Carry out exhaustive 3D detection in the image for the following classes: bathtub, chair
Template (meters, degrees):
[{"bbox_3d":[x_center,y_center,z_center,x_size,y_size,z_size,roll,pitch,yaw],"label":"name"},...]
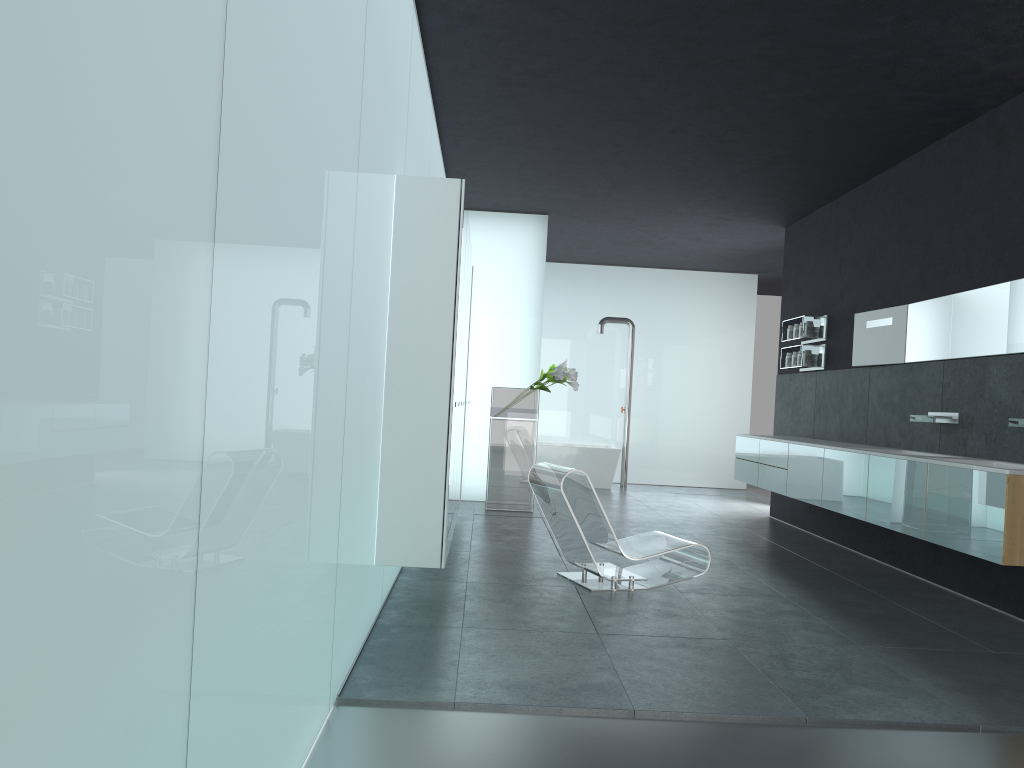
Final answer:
[{"bbox_3d":[0.756,1.231,14.685,1.977,0.859,0.960,3,-1,-2],"label":"bathtub"},{"bbox_3d":[0.807,1.067,6.729,1.261,0.871,0.629,3,0,-20],"label":"chair"}]

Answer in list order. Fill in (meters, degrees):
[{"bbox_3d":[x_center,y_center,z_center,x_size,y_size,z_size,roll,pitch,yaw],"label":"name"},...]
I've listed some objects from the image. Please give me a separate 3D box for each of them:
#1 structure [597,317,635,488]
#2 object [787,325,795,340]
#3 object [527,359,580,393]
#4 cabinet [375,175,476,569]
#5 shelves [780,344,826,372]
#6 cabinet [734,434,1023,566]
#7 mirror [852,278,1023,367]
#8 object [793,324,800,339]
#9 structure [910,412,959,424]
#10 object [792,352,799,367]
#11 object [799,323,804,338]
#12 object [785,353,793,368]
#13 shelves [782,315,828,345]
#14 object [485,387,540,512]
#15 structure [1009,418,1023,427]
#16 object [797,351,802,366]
[{"bbox_3d":[1.665,0.326,14.707,0.643,2.872,0.123,3,0,-2],"label":"structure"},{"bbox_3d":[3.357,-0.609,10.653,0.096,0.184,0.067,3,0,-10],"label":"object"},{"bbox_3d":[0.322,0.041,10.877,1.024,0.779,0.974,3,-1,-10],"label":"object"},{"bbox_3d":[-0.611,-0.014,8.027,0.398,2.215,6.004,3,-1,-2],"label":"cabinet"},{"bbox_3d":[3.398,-0.307,10.375,0.265,0.285,0.770,3,-1,-2],"label":"shelves"},{"bbox_3d":[3.154,0.848,7.966,0.734,0.556,5.583,3,-1,-2],"label":"cabinet"},{"bbox_3d":[3.600,-0.472,7.097,0.109,0.532,3.722,3,-1,-3],"label":"mirror"},{"bbox_3d":[3.363,-0.613,10.438,0.096,0.184,0.068,3,0,7],"label":"object"},{"bbox_3d":[3.471,0.274,7.316,0.186,0.088,0.482,3,-1,-2],"label":"structure"},{"bbox_3d":[3.345,-0.285,10.439,0.096,0.184,0.068,3,0,7],"label":"object"},{"bbox_3d":[3.369,-0.616,10.250,0.096,0.184,0.067,3,0,-3],"label":"object"},{"bbox_3d":[3.339,-0.282,10.653,0.096,0.184,0.067,3,0,-10],"label":"object"},{"bbox_3d":[3.415,-0.634,10.374,0.265,0.285,0.770,3,-1,-2],"label":"shelves"},{"bbox_3d":[-0.001,0.797,11.021,0.585,1.491,0.575,3,0,-2],"label":"object"},{"bbox_3d":[3.513,0.248,5.898,0.186,0.088,0.482,3,-1,-2],"label":"structure"},{"bbox_3d":[3.351,-0.289,10.251,0.096,0.184,0.067,3,0,-3],"label":"object"}]
